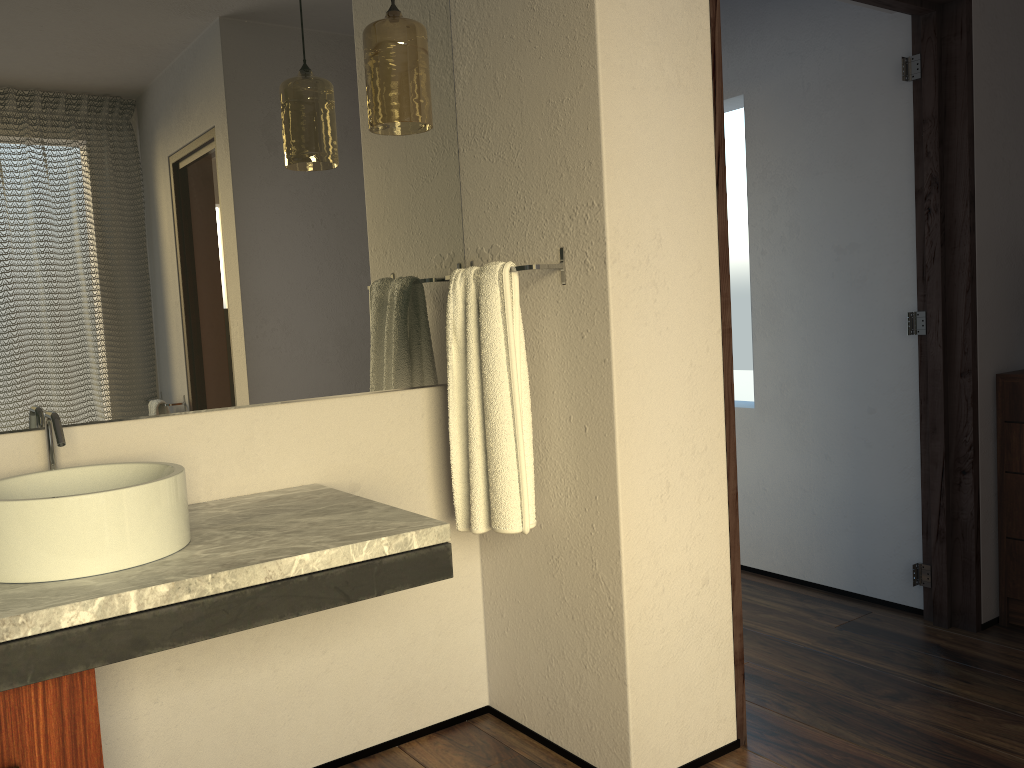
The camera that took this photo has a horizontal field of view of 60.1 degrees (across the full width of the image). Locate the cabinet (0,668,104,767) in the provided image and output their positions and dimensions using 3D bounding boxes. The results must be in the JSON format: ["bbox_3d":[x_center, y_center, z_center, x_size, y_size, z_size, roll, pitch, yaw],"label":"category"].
[{"bbox_3d":[-1.033,0.724,1.404,0.644,0.599,0.524,-6,5,-35],"label":"cabinet"}]

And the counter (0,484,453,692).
[{"bbox_3d":[-1.190,0.398,1.237,2.207,0.101,0.601,-7,5,-34],"label":"counter"}]

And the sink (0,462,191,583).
[{"bbox_3d":[-0.754,0.231,1.549,0.365,0.130,0.349,-1,5,32],"label":"sink"}]

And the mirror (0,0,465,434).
[{"bbox_3d":[-1.776,-0.390,1.159,3.986,1.152,0.018,-6,5,-34],"label":"mirror"}]

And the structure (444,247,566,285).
[{"bbox_3d":[-0.029,-0.265,2.097,0.100,0.088,0.378,-6,5,-35],"label":"structure"}]

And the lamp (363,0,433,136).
[{"bbox_3d":[-0.264,-0.982,1.878,0.140,0.867,0.138,-3,4,8],"label":"lamp"}]

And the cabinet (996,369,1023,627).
[{"bbox_3d":[2.019,0.366,2.407,0.394,0.800,1.165,-6,5,-35],"label":"cabinet"}]

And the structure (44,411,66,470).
[{"bbox_3d":[-0.877,0.174,1.666,0.064,0.242,0.168,-6,5,-32],"label":"structure"}]

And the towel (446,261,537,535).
[{"bbox_3d":[-0.056,0.039,2.078,0.159,0.636,0.261,-5,5,-17],"label":"towel"}]
